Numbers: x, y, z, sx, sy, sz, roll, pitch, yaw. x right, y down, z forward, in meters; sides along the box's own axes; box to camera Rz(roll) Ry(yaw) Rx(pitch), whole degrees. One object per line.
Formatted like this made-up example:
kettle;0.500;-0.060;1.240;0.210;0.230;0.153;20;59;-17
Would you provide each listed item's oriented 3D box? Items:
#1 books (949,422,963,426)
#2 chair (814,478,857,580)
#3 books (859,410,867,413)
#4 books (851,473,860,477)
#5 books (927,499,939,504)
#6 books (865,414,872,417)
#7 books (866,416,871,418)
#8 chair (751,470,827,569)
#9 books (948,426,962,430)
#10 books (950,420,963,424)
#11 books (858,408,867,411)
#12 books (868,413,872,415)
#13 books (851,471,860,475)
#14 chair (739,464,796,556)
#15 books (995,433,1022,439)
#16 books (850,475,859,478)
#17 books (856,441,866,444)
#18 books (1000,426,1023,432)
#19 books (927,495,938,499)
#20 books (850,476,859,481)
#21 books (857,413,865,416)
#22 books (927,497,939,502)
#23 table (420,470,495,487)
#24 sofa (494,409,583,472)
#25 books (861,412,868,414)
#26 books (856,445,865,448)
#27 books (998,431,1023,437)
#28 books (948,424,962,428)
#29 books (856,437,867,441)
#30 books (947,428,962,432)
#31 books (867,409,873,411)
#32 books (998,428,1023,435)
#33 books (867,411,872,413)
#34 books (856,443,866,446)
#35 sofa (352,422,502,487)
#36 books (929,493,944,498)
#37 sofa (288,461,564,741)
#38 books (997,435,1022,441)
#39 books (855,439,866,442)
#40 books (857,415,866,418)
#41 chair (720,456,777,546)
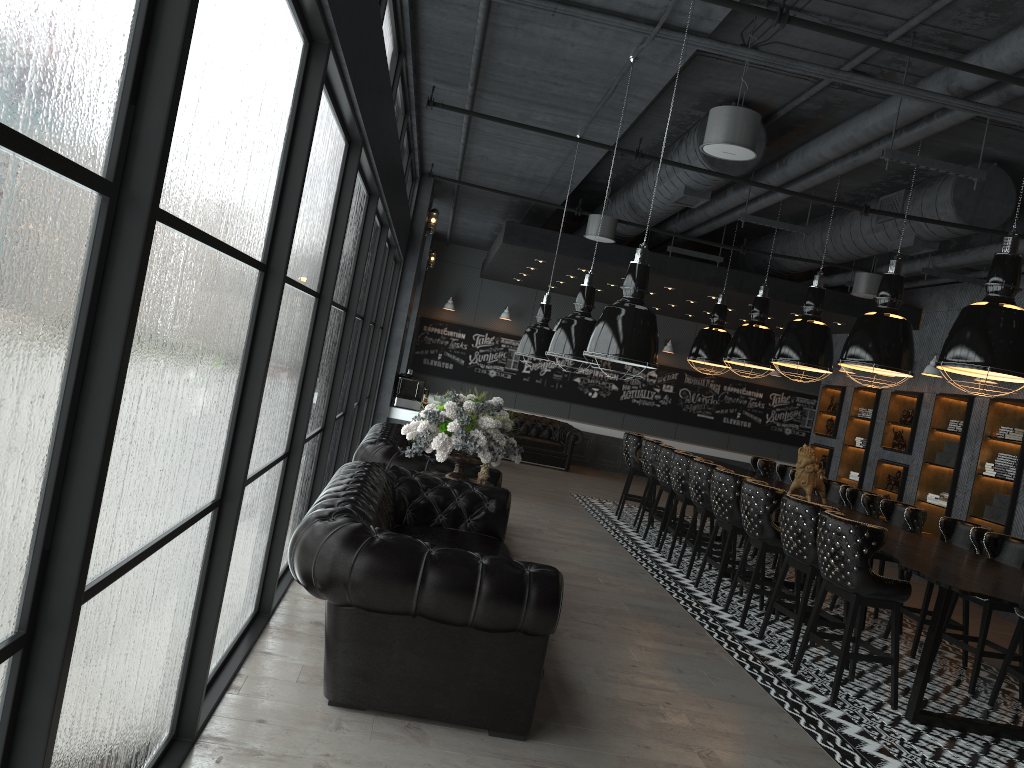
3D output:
books;5.640;0.513;11.129;0.193;0.028;0.245;11;1;1
chair;3.227;1.549;9.311;0.568;1.092;0.504;11;0;-11
books;5.398;0.426;13.440;0.193;0.028;0.245;11;1;0
books;5.236;1.382;13.306;0.243;0.024;0.175;11;1;-14
books;5.413;1.505;11.224;0.179;0.034;0.243;11;1;-26
books;5.397;0.488;13.168;0.193;0.028;0.246;11;1;-18
books;5.410;0.520;13.155;0.193;0.028;0.246;11;1;-26
chair;3.162;1.525;10.012;0.568;1.092;0.504;11;0;-15
books;5.603;0.563;11.097;0.193;0.028;0.245;11;1;6
books;5.630;0.483;11.087;0.193;0.028;0.245;11;1;-2
books;5.404;0.399;13.439;0.193;0.028;0.245;11;1;-8
books;5.455;0.471;13.175;0.193;0.028;0.246;11;1;-23
books;5.223;1.353;13.298;0.225;0.029;0.179;11;1;-22
chair;3.191;1.519;10.704;0.568;1.092;0.504;11;0;-9
books;5.689;0.596;10.156;0.193;0.028;0.245;11;1;6
books;5.209;1.401;13.303;0.166;0.024;0.227;11;1;-19
books;5.305;0.892;13.267;0.245;0.028;0.193;11;1;-5
books;5.747;0.522;10.129;0.193;0.028;0.245;11;1;-5
books;5.434;1.455;11.262;0.243;0.024;0.175;11;1;-6
books;5.214;1.431;13.288;0.179;0.034;0.243;10;1;-36
books;5.376;0.479;13.460;0.193;0.028;0.245;11;1;7
books;5.409;1.475;11.239;0.166;0.024;0.227;10;1;-37
table;-0.472;1.059;6.590;0.572;0.726;0.573;11;1;-42
sofa;-0.067;0.919;16.178;2.565;0.838;1.240;11;1;-6
books;5.432;0.462;13.444;0.193;0.028;0.245;11;1;2
books;5.304;0.950;13.269;0.245;0.028;0.193;11;1;-9
books;5.716;0.573;10.138;0.193;0.028;0.245;11;1;3
books;5.619;0.538;11.084;0.193;0.028;0.245;11;1;-14
books;5.314;0.836;13.287;0.245;0.028;0.193;11;1;-12
books;5.606;0.593;11.107;0.193;0.028;0.245;11;1;-5
books;5.433;0.409;13.153;0.193;0.028;0.246;11;1;-33
books;5.731;0.547;10.136;0.193;0.028;0.245;11;1;-13
books;5.427;0.437;13.155;0.193;0.028;0.246;11;1;-25
books;5.282;0.917;13.226;0.245;0.028;0.193;11;1;4
sofa;-0.828;0.903;8.201;1.239;0.838;2.566;11;1;-6
books;5.424;1.427;11.224;0.225;0.029;0.179;11;1;-20
sofa;-0.529;1.016;4.943;1.239;0.838;2.566;11;1;-6
books;5.686;0.625;10.129;0.193;0.028;0.245;11;1;11
books;5.298;0.862;13.286;0.245;0.028;0.193;11;1;-2
books;5.382;0.509;13.441;0.193;0.028;0.245;11;1;-1
chair;3.022;1.473;11.434;0.568;1.092;0.504;11;0;3
